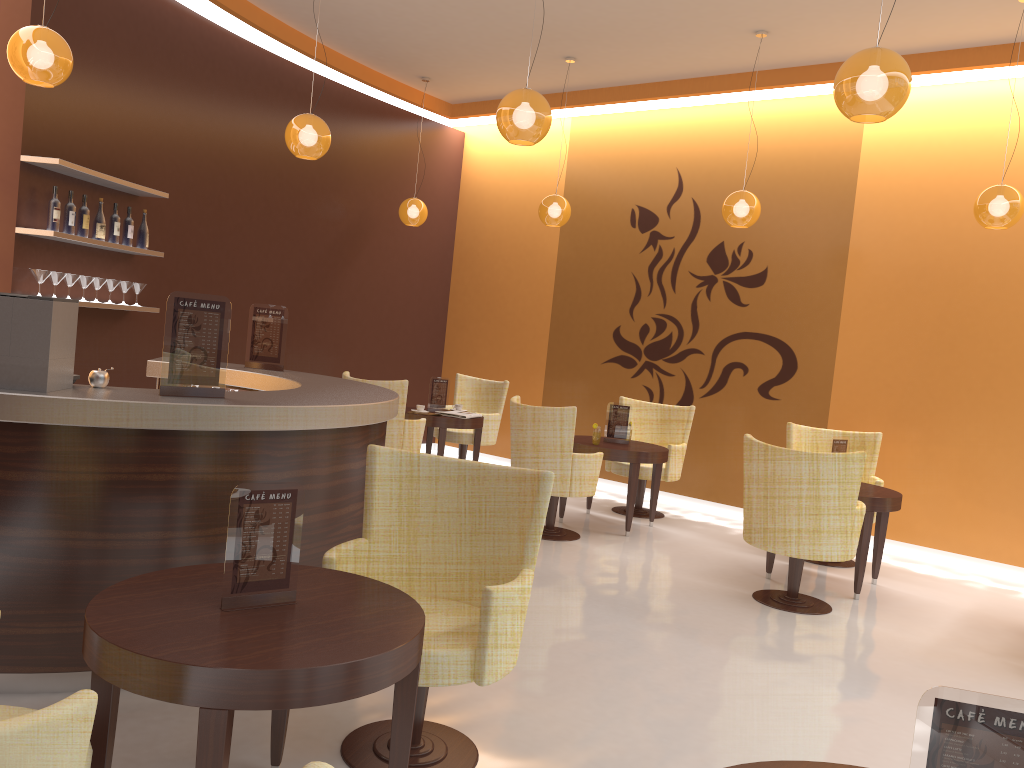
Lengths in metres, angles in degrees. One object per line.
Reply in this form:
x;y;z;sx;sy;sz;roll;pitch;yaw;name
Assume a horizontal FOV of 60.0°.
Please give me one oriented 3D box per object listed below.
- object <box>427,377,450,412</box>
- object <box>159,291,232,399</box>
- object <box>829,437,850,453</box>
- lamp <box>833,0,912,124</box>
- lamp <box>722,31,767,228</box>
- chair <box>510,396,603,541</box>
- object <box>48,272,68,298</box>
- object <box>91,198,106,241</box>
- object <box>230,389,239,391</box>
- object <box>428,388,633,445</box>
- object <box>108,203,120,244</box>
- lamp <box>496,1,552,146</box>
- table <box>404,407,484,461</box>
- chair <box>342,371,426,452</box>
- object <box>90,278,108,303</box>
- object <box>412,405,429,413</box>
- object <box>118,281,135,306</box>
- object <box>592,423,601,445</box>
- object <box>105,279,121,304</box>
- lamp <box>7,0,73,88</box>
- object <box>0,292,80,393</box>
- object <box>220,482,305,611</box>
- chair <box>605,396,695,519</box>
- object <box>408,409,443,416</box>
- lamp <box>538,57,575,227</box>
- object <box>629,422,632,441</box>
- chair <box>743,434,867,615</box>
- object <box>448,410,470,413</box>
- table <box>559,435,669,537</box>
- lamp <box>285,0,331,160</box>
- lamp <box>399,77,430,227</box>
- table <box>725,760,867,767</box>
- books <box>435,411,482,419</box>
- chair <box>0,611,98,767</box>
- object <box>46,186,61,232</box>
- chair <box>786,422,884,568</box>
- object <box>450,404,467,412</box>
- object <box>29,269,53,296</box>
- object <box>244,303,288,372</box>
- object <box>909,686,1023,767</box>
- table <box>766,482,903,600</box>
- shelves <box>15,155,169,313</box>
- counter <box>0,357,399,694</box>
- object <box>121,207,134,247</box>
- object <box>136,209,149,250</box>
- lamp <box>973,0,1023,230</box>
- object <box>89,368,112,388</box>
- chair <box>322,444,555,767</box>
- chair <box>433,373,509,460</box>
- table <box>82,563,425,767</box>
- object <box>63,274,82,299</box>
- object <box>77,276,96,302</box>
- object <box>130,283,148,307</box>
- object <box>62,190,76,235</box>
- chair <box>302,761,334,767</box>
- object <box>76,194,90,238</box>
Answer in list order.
-0.696;0.102;8.461;0.209;0.335;0.042;4;4;-29;object
-1.259;-0.154;3.541;0.258;0.414;0.052;3;4;-38;object
2.243;0.529;6.104;0.209;0.335;0.042;4;4;-34;object
1.532;-1.827;3.586;0.299;1.500;0.299;3;4;-41;lamp
1.854;-1.973;6.896;0.299;1.500;0.299;4;3;-27;lamp
0.299;0.637;6.727;0.685;1.017;0.729;4;4;-35;chair
-2.978;-0.642;5.781;0.137;0.174;0.137;6;3;3;object
-2.873;-1.142;6.177;0.086;0.303;0.086;7;3;22;object
-1.725;0.108;5.495;0.067;0.148;0.067;7;3;15;object
0.120;0.215;7.899;2.090;0.335;0.187;8;4;34;object
-2.838;-1.142;6.333;0.073;0.297;0.073;5;3;-14;object
0.127;-2.031;4.693;0.299;1.500;0.299;7;3;16;lamp
-0.737;0.609;8.439;0.872;0.679;0.874;5;3;-15;table
-1.149;0.433;7.759;0.729;1.017;0.685;8;4;35;chair
-2.918;-0.659;6.233;0.137;0.174;0.137;7;3;13;object
-0.844;0.231;8.162;0.153;0.069;0.153;4;3;-25;object
-2.858;-0.669;6.537;0.137;0.174;0.137;4;3;-27;object
0.678;0.399;7.081;0.067;0.171;0.072;7;3;21;object
-2.890;-0.664;6.384;0.137;0.174;0.137;7;3;13;object
-2.327;-2.270;4.462;0.299;1.500;0.299;4;4;-34;lamp
-1.808;-0.163;3.342;0.270;0.340;0.373;5;3;-7;object
-0.667;0.432;2.390;0.209;0.335;0.042;3;4;-38;object
1.219;0.660;8.035;0.729;1.017;0.685;7;3;26;chair
-0.856;0.260;8.147;0.239;0.021;0.464;3;4;-38;object
0.449;-2.176;8.003;0.299;1.500;0.299;5;3;-9;lamp
0.996;0.404;7.590;0.067;0.171;0.072;6;3;-4;object
1.772;0.856;5.458;0.729;1.017;0.685;8;4;35;chair
-0.509;0.266;8.700;0.464;0.021;0.239;8;4;34;object
0.819;0.827;7.345;0.872;0.679;0.874;5;3;-20;table
-1.278;-2.234;5.800;0.299;1.500;0.299;4;4;-34;lamp
-0.956;-2.380;9.110;0.299;1.500;0.299;8;4;38;lamp
0.617;1.128;1.381;0.872;0.679;0.874;6;3;-5;table
-0.490;0.284;8.267;0.345;0.035;0.367;7;3;28;books
-1.226;0.746;1.814;0.685;1.017;0.729;3;4;-45;chair
-2.926;-1.115;5.667;0.073;0.297;0.073;5;3;-14;object
2.478;0.851;6.893;0.729;1.017;0.685;6;3;6;chair
-0.522;0.236;8.689;0.153;0.069;0.153;7;3;21;object
-2.994;-0.635;5.627;0.137;0.174;0.137;6;3;3;object
-1.559;-0.298;5.639;0.258;0.414;0.052;6;3;7;object
0.702;0.629;1.327;0.209;0.335;0.042;7;3;13;object
2.184;1.032;6.138;0.872;0.679;0.874;5;3;-15;table
-2.749;-0.876;4.417;0.586;0.902;4.744;6;3;-5;shelves
-1.430;0.533;4.591;1.586;1.100;2.917;5;3;-7;counter
-2.808;-1.147;6.488;0.073;0.297;0.073;5;3;-14;object
-2.769;-1.158;6.660;0.086;0.303;0.086;3;4;-38;object
3.259;-1.770;5.789;0.299;1.500;0.299;8;4;38;lamp
-1.647;-0.024;3.537;0.075;0.077;0.075;6;3;7;object
-0.283;0.773;3.106;0.729;1.017;0.685;7;3;16;chair
-0.446;0.428;9.193;0.729;1.017;0.685;8;4;37;chair
-0.704;0.937;2.410;0.872;0.679;0.874;6;3;-5;table
-2.962;-0.649;5.935;0.137;0.174;0.137;7;3;13;object
-2.937;-0.653;6.087;0.137;0.174;0.137;7;3;13;object
-2.828;-0.674;6.690;0.137;0.174;0.137;7;3;13;object
-2.911;-1.123;5.837;0.073;0.297;0.073;5;3;-14;object
0.085;0.935;0.794;0.729;1.017;0.685;9;4;41;chair
-2.895;-1.129;5.992;0.073;0.297;0.073;8;4;35;object
